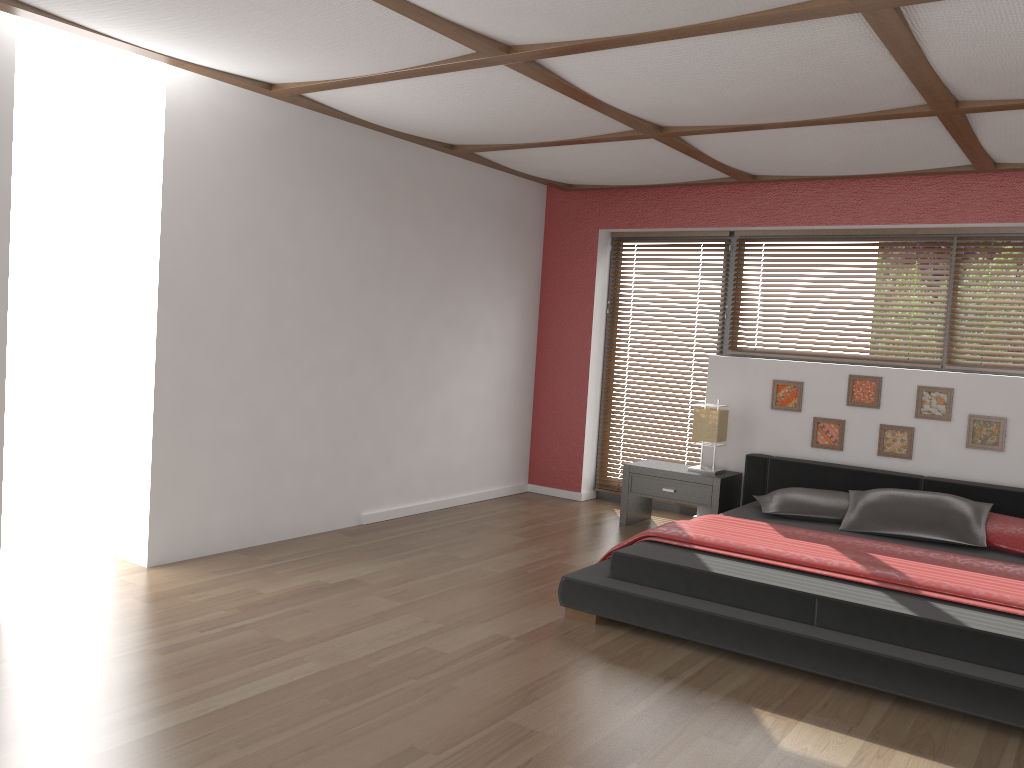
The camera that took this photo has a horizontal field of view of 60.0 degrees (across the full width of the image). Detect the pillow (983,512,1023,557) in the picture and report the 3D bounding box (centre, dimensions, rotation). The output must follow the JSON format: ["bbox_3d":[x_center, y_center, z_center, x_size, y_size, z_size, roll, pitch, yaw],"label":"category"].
[{"bbox_3d":[2.590,0.789,4.718,0.418,0.172,0.745,1,4,-36],"label":"pillow"}]

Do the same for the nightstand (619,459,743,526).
[{"bbox_3d":[1.148,0.786,6.056,0.700,0.423,0.413,6,4,34],"label":"nightstand"}]

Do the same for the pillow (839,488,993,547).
[{"bbox_3d":[2.186,0.705,4.826,0.744,0.241,0.386,6,4,30],"label":"pillow"}]

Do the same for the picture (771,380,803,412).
[{"bbox_3d":[1.822,0.078,5.878,0.200,0.200,0.010,6,4,34],"label":"picture"}]

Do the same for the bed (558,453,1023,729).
[{"bbox_3d":[1.688,0.836,4.468,2.469,0.577,2.413,6,4,34],"label":"bed"}]

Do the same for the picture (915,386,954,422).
[{"bbox_3d":[2.556,0.117,5.371,0.200,0.200,0.010,6,4,34],"label":"picture"}]

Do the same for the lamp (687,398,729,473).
[{"bbox_3d":[1.330,0.339,5.972,0.200,0.480,0.200,6,4,34],"label":"lamp"}]

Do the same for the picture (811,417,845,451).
[{"bbox_3d":[2.041,0.322,5.730,0.200,0.200,0.010,6,4,34],"label":"picture"}]

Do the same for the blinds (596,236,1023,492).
[{"bbox_3d":[2.715,0.050,5.608,4.840,1.952,0.032,6,4,34],"label":"blinds"}]

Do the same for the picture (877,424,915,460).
[{"bbox_3d":[2.378,0.358,5.497,0.200,0.200,0.010,6,4,34],"label":"picture"}]

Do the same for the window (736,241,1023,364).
[{"bbox_3d":[2.793,-0.526,5.629,2.817,0.786,0.020,6,4,34],"label":"window"}]

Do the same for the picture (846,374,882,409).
[{"bbox_3d":[2.223,0.047,5.600,0.200,0.200,0.010,6,4,34],"label":"picture"}]

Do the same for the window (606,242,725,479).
[{"bbox_3d":[1.156,-0.151,6.764,0.889,1.893,0.020,6,4,34],"label":"window"}]

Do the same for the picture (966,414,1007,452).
[{"bbox_3d":[2.788,0.288,5.214,0.200,0.200,0.010,6,4,34],"label":"picture"}]

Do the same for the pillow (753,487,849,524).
[{"bbox_3d":[1.811,0.712,5.189,0.745,0.172,0.418,4,3,10],"label":"pillow"}]
